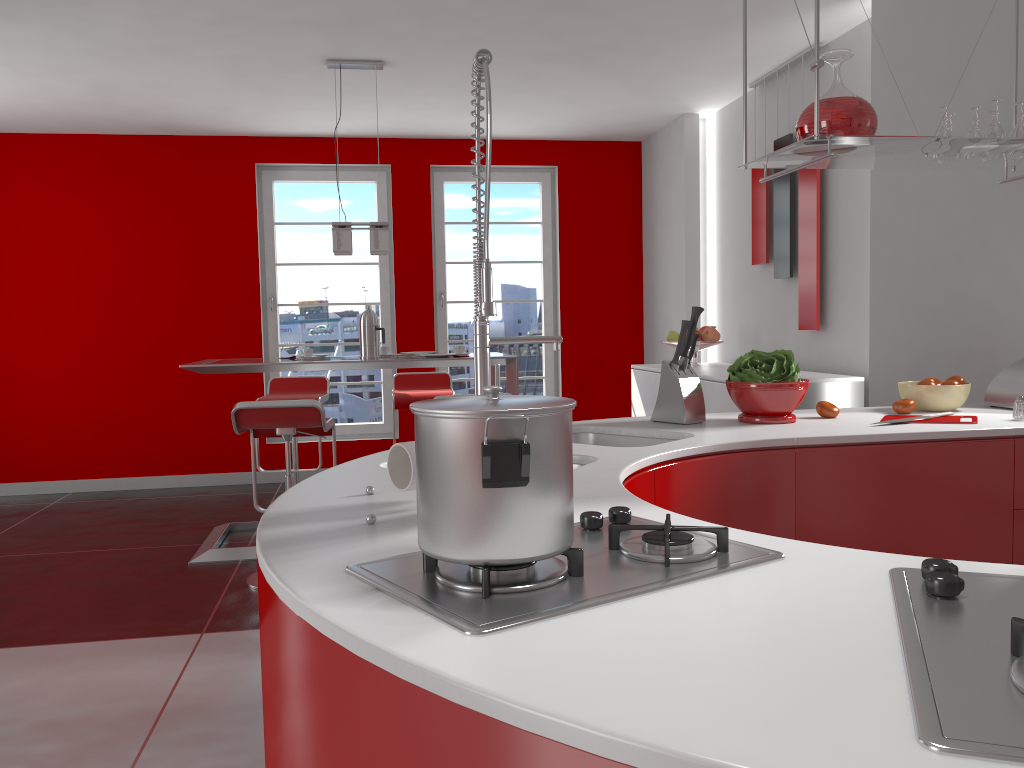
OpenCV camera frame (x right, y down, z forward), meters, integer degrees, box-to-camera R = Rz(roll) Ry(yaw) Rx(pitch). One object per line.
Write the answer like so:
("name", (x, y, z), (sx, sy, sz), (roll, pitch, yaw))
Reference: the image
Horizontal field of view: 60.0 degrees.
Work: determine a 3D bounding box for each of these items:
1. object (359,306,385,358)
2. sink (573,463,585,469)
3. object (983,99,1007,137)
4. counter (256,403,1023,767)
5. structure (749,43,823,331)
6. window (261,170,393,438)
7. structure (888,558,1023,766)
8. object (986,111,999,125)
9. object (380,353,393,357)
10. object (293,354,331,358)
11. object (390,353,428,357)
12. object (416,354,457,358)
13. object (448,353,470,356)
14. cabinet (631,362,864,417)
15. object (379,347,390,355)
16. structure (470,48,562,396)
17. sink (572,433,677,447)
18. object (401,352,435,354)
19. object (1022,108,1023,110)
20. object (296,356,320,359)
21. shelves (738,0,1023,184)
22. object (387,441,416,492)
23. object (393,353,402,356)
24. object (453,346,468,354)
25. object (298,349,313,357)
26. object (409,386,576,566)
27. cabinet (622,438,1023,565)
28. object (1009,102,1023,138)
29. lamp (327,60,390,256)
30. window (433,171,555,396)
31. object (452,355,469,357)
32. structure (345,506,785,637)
("object", (-0.771, -0.289, 4.896), (0.149, 0.287, 0.113), (-1, 4, -1))
("sink", (-0.047, 0.271, 1.895), (0.428, 0.172, 0.326), (1, 4, 30))
("object", (1.363, -0.728, 2.502), (0.060, 0.141, 0.060), (-2, 4, -9))
("counter", (0.653, 0.588, 1.937), (1.868, 0.880, 2.865), (1, 4, 24))
("structure", (1.553, -1.060, 5.079), (0.040, 1.503, 0.820), (-2, 4, -9))
("window", (-1.414, -0.617, 6.862), (0.938, 2.038, 0.117), (-2, 4, -9))
("structure", (0.493, 0.212, 0.752), (0.303, 0.037, 0.457), (0, 4, 21))
("object", (1.431, -0.739, 2.643), (0.060, 0.141, 0.060), (-4, 5, -32))
("object", (-0.731, -0.165, 5.075), (0.119, 0.016, 0.119), (-2, 4, -12))
("object", (-1.155, -0.160, 5.117), (0.217, 0.015, 0.217), (0, 4, 15))
("object", (-0.570, -0.159, 4.925), (0.217, 0.015, 0.217), (1, 4, 28))
("object", (-0.404, -0.148, 4.722), (0.217, 0.015, 0.217), (1, 4, 27))
("object", (-0.294, -0.164, 4.929), (0.119, 0.016, 0.119), (0, 4, 10))
("cabinet", (1.257, 0.357, 5.139), (0.610, 0.880, 1.802), (-2, 4, -9))
("object", (-0.738, -0.189, 5.077), (0.078, 0.049, 0.062), (1, 5, 31))
("structure", (-0.031, -0.314, 2.145), (0.178, 0.920, 0.308), (1, 5, 34))
("sink", (0.236, 0.238, 2.290), (0.428, 0.172, 0.326), (2, 5, 41))
("object", (-0.548, -0.179, 5.223), (0.217, 0.015, 0.217), (-4, 5, -34))
("object", (1.520, -0.738, 2.608), (0.060, 0.141, 0.060), (-2, 4, -9))
("object", (-1.128, -0.145, 4.905), (0.119, 0.016, 0.119), (-3, 4, -29))
("shelves", (1.170, -1.114, 2.490), (0.934, 1.023, 0.462), (-2, 4, -9))
("object", (-0.136, 0.134, 1.470), (0.100, 0.080, 0.109), (-4, 5, -39))
("object", (-0.685, -0.173, 5.204), (0.095, 0.012, 0.234), (-2, 4, -11))
("object", (-0.287, -0.188, 4.929), (0.078, 0.049, 0.062), (-2, 4, -10))
("object", (-1.136, -0.169, 4.905), (0.078, 0.049, 0.062), (0, 4, 13))
("object", (-0.020, 0.094, 1.012), (0.218, 0.185, 0.189), (2, 5, 43))
("cabinet", (0.925, 0.550, 1.938), (1.025, 0.761, 1.875), (2, 5, 36))
("object", (1.456, -0.733, 2.542), (0.060, 0.141, 0.060), (-2, 4, -9))
("lamp", (-0.840, -1.231, 4.848), (0.304, 1.025, 0.304), (-2, 4, -9))
("window", (-0.132, -0.658, 7.074), (0.938, 2.038, 0.117), (-2, 4, -9))
("object", (-0.267, -0.151, 4.739), (0.095, 0.012, 0.234), (-2, 4, -9))
("structure", (0.066, 0.199, 1.073), (0.457, 0.037, 0.303), (-4, 5, -34))
